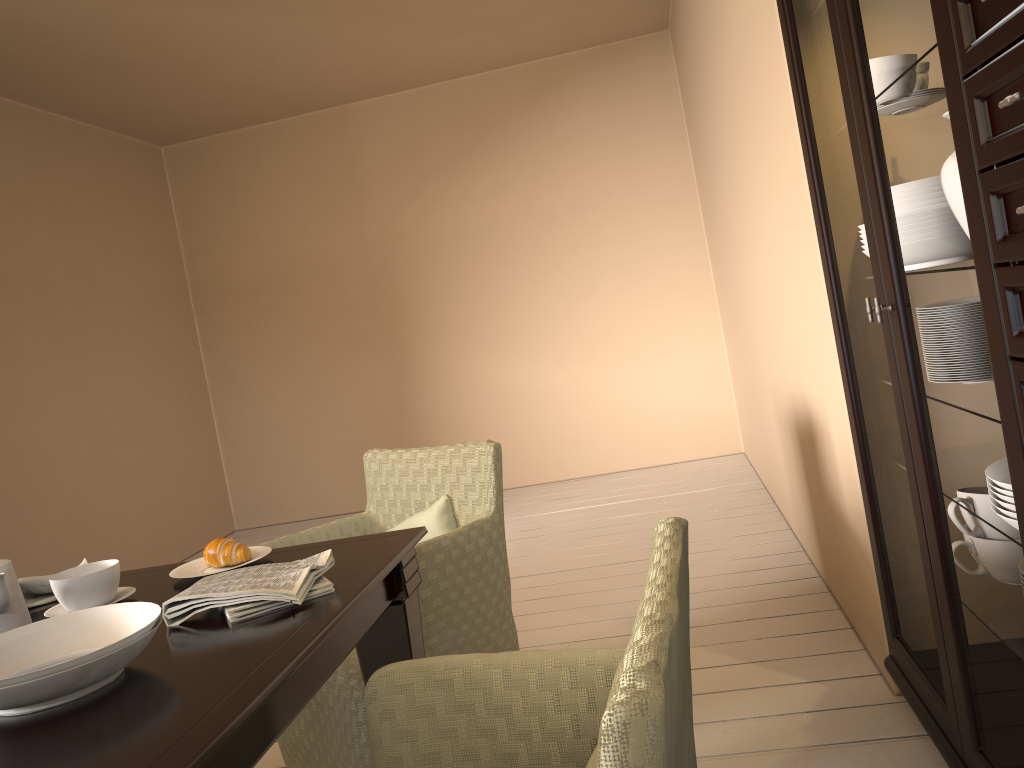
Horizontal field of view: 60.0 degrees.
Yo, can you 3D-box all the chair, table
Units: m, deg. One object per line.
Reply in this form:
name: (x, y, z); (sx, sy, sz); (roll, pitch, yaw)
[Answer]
chair: (-0.313, 0.592, 2.203); (0.563, 0.800, 0.562); (-13, 3, -44)
chair: (-0.007, 0.620, 0.958); (0.560, 0.800, 0.565); (-10, 2, 16)
table: (-0.711, 0.778, 0.899); (0.917, 0.652, 1.996); (-10, 4, 10)

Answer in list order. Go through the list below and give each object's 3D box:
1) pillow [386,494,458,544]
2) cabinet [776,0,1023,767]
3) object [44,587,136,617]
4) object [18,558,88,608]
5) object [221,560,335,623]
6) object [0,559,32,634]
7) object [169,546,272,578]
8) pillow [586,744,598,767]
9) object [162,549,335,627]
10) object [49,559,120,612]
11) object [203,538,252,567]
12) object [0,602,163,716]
pillow: (-0.255, 0.445, 2.271); (0.315, 0.294, 0.248); (-9, 3, 22)
cabinet: (0.902, -0.198, 0.832); (0.887, 1.838, 2.495); (-10, 3, 10)
object: (-0.766, 0.402, 1.614); (0.154, 0.012, 0.153); (-13, 4, -30)
object: (-0.926, 0.392, 1.810); (0.205, 0.063, 0.196); (-12, 4, -28)
object: (-0.407, 0.343, 1.488); (0.165, 0.026, 0.231); (-12, 4, -25)
object: (-0.875, 0.358, 1.482); (0.197, 0.155, 0.118); (-10, 3, 15)
object: (-0.571, 0.356, 1.746); (0.195, 0.014, 0.194); (-11, 4, -15)
pillow: (0.067, 0.477, 0.916); (0.192, 0.294, 0.441); (-10, 3, 9)
object: (-0.427, 0.334, 1.457); (0.233, 0.051, 0.165); (-10, 4, 9)
object: (-0.775, 0.373, 1.613); (0.125, 0.069, 0.116); (-10, 3, 3)
object: (-0.569, 0.331, 1.756); (0.137, 0.051, 0.062); (-9, 3, 28)
object: (-0.613, 0.375, 1.189); (0.281, 0.066, 0.282); (-10, 4, 4)
